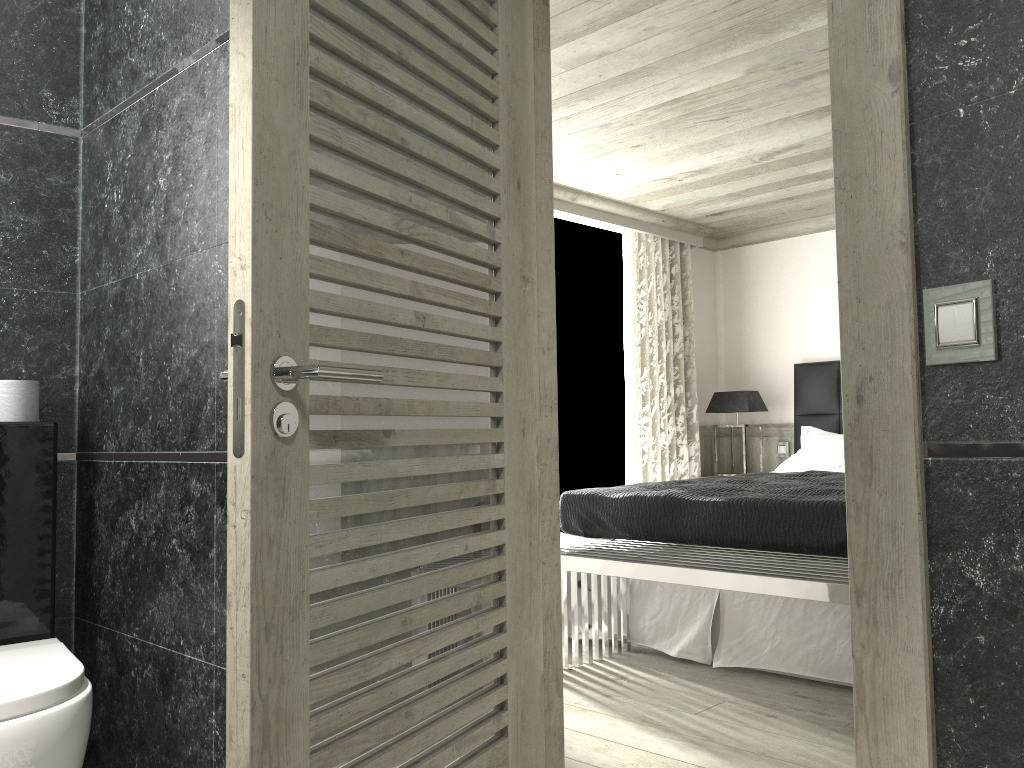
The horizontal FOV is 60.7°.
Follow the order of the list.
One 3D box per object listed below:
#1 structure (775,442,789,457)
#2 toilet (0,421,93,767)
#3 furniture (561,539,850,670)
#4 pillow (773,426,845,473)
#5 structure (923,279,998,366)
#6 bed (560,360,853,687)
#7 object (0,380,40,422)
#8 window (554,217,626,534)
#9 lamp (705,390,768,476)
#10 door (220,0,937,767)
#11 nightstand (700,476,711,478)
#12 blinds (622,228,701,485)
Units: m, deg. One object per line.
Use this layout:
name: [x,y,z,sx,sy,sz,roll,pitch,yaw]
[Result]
structure: [2.245,0.546,7.261,0.114,0.128,0.018,-4,-5,44]
toilet: [-1.458,0.682,2.322,0.534,1.176,1.005,2,-4,-37]
furniture: [0.945,1.018,3.663,1.704,0.560,0.632,-4,-5,44]
pillow: [2.868,0.459,6.025,0.688,0.381,2.156,2,-5,-45]
structure: [0.728,-0.098,1.427,0.018,0.128,0.114,2,-4,-34]
bed: [2.020,0.542,5.199,2.301,1.624,3.272,-4,-5,44]
object: [-1.583,0.056,2.780,0.128,0.130,0.129,-1,-3,3]
window: [0.103,0.014,6.137,0.001,2.886,3.652,-4,-5,45]
lamp: [1.854,0.408,7.185,0.399,0.692,0.319,-4,-5,44]
door: [-0.027,-0.046,1.820,1.126,2.516,1.390,2,-4,-35]
nightstand: [1.865,1.114,7.128,0.438,0.722,0.465,-4,-5,44]
blinds: [1.214,0.050,6.999,0.904,2.805,0.137,2,-5,-43]
